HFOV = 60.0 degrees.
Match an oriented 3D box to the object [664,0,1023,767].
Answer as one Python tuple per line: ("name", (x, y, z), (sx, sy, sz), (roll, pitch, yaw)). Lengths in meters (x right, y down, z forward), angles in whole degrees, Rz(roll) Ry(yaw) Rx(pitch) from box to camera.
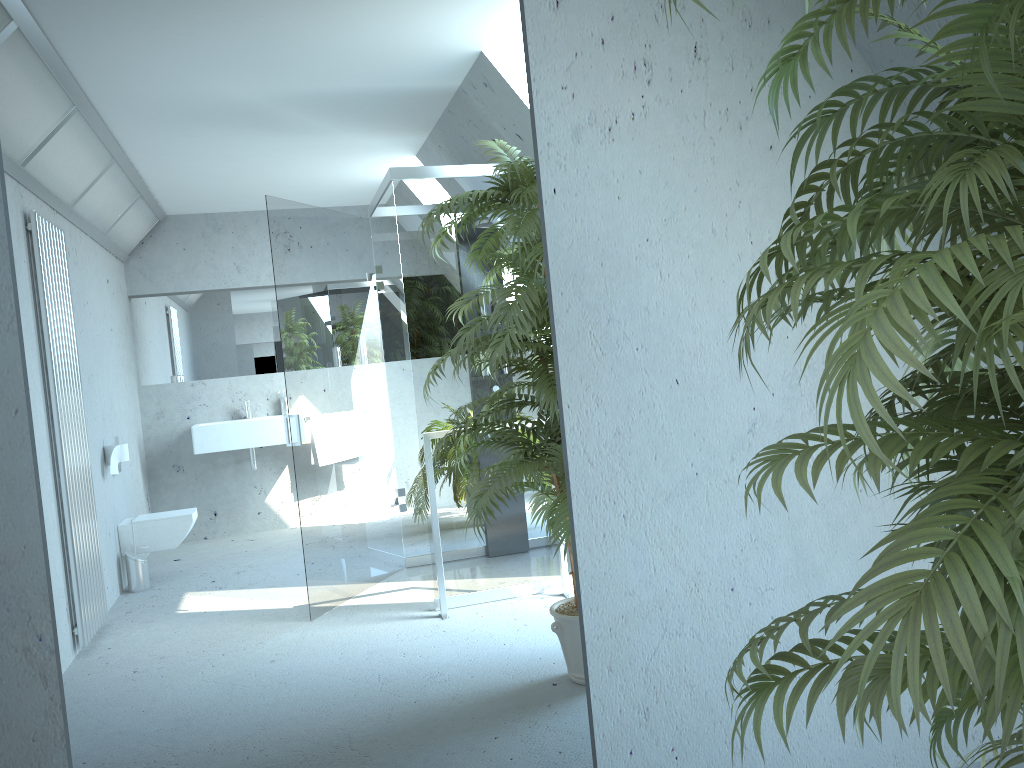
("object", (0.758, 0.049, 1.116), (0.980, 2.034, 1.020), (-4, 2, 34))
